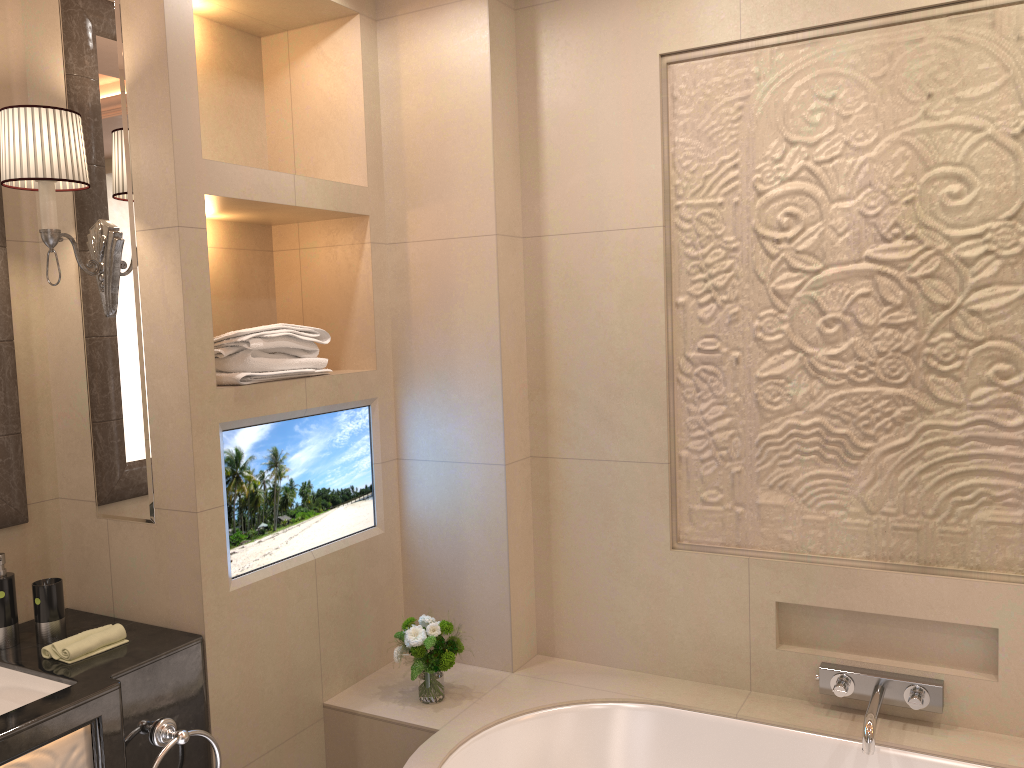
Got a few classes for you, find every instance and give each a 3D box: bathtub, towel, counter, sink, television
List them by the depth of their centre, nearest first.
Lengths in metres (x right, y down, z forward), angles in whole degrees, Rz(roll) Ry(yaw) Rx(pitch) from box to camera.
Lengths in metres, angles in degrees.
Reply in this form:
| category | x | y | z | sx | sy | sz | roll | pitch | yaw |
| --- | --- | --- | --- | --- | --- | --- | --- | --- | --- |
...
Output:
| category | x | y | z | sx | sy | sz | roll | pitch | yaw |
| --- | --- | --- | --- | --- | --- | --- | --- | --- | --- |
| sink | -1.187 | 0.706 | 1.539 | 0.349 | 0.135 | 0.760 | 0 | 5 | 29 |
| counter | -1.196 | 1.055 | 1.578 | 0.543 | 0.858 | 1.330 | 0 | 5 | 29 |
| towel | 0.630 | -0.364 | 1.637 | 3.195 | 0.726 | 0.517 | 0 | 5 | 29 |
| bathtub | 0.670 | 1.132 | 1.760 | 2.662 | 0.540 | 1.060 | 0 | 5 | 29 |
| towel | -0.937 | 0.566 | 1.950 | 0.096 | 0.039 | 0.149 | 1 | 5 | 30 |
| television | -0.552 | 0.264 | 2.348 | 0.025 | 0.360 | 0.564 | 0 | 5 | 29 |

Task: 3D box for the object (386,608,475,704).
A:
| category | x | y | z | sx | sy | sz | roll | pitch | yaw |
| --- | --- | --- | --- | --- | --- | --- | --- | --- | --- |
| object | -0.221 | 0.718 | 2.385 | 0.229 | 0.252 | 0.197 | -4 | 5 | -19 |

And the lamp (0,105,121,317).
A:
| category | x | y | z | sx | sy | sz | roll | pitch | yaw |
| --- | --- | --- | --- | --- | --- | --- | --- | --- | --- |
| lamp | -1.001 | -0.368 | 1.961 | 0.174 | 0.444 | 0.223 | 0 | 5 | 29 |

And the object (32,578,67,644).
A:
| category | x | y | z | sx | sy | sz | roll | pitch | yaw |
| --- | --- | --- | --- | --- | --- | --- | --- | --- | --- |
| object | -1.055 | 0.516 | 2.023 | 0.063 | 0.134 | 0.063 | -5 | 5 | -28 |

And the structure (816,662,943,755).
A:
| category | x | y | z | sx | sy | sz | roll | pitch | yaw |
| --- | --- | --- | --- | --- | --- | --- | --- | --- | --- |
| structure | 0.848 | 0.768 | 2.088 | 0.290 | 0.097 | 0.259 | 0 | 5 | 29 |

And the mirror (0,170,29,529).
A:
| category | x | y | z | sx | sy | sz | roll | pitch | yaw |
| --- | --- | --- | --- | --- | --- | --- | --- | --- | --- |
| mirror | -1.464 | -0.273 | 1.602 | 0.041 | 1.321 | 1.131 | 0 | 5 | 29 |

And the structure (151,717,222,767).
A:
| category | x | y | z | sx | sy | sz | roll | pitch | yaw |
| --- | --- | --- | --- | --- | --- | --- | --- | --- | --- |
| structure | -0.719 | 0.834 | 1.904 | 0.074 | 0.226 | 0.203 | 0 | 5 | 29 |

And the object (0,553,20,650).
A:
| category | x | y | z | sx | sy | sz | roll | pitch | yaw |
| --- | --- | --- | --- | --- | --- | --- | --- | --- | --- |
| object | -1.150 | 0.485 | 1.993 | 0.063 | 0.208 | 0.063 | -1 | 5 | 10 |
